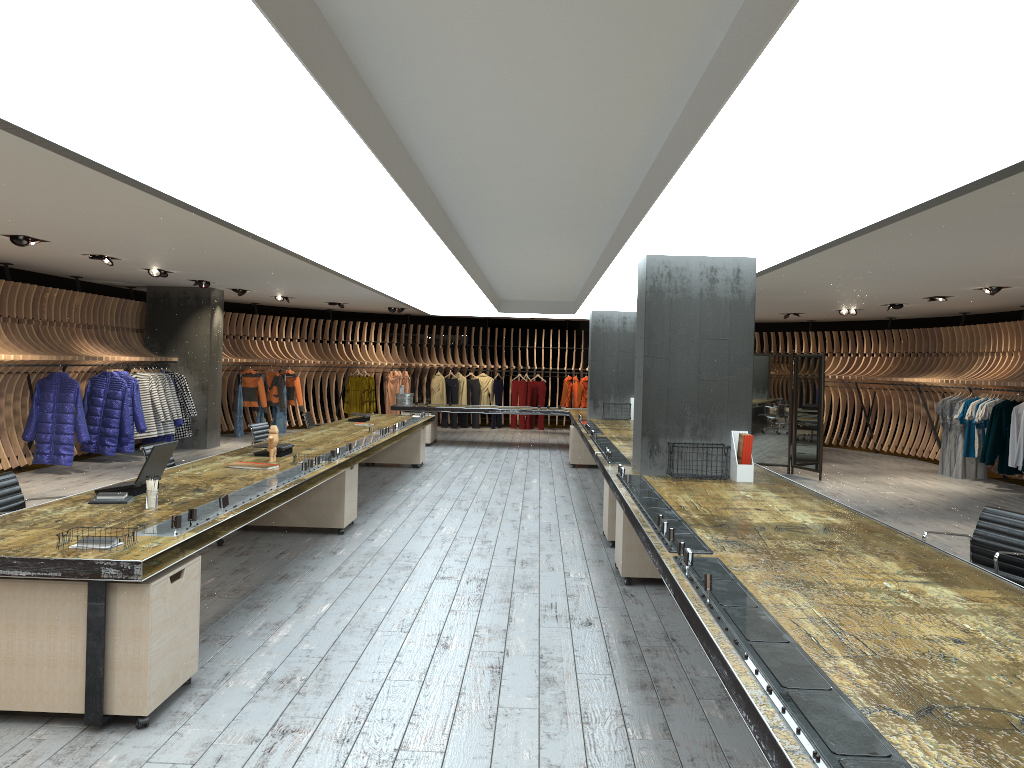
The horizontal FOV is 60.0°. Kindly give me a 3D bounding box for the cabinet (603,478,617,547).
[{"bbox_3d":[1.433,1.156,8.184,1.131,0.630,0.593,2,1,2],"label":"cabinet"}]

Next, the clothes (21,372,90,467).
[{"bbox_3d":[-6.002,0.458,11.631,0.885,1.238,0.245,2,0,-1],"label":"clothes"}]

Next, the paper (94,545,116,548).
[{"bbox_3d":[-1.860,0.721,3.980,0.176,0.004,0.130,2,1,9],"label":"paper"}]

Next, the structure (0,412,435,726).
[{"bbox_3d":[-1.972,0.935,8.947,1.162,0.844,10.453,2,1,2],"label":"structure"}]

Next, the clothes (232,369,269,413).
[{"bbox_3d":[-5.350,0.142,18.057,0.839,0.881,0.201,2,0,17],"label":"clothes"}]

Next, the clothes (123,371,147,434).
[{"bbox_3d":[-5.949,0.420,13.342,0.885,1.238,0.245,2,0,-1],"label":"clothes"}]

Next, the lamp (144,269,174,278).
[{"bbox_3d":[-4.945,-1.625,12.391,0.269,0.286,0.493,2,1,2],"label":"lamp"}]

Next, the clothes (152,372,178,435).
[{"bbox_3d":[-5.759,0.333,14.335,0.752,1.062,0.128,2,0,0],"label":"clothes"}]

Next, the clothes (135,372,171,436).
[{"bbox_3d":[-5.768,0.338,14.073,0.752,1.062,0.128,2,0,0],"label":"clothes"}]

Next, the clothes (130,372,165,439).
[{"bbox_3d":[-5.775,0.344,13.837,0.752,1.062,0.128,2,0,0],"label":"clothes"}]

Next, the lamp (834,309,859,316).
[{"bbox_3d":[6.200,-1.401,16.322,0.269,0.287,0.493,1,1,-18],"label":"lamp"}]

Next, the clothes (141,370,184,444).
[{"bbox_3d":[-5.878,0.390,14.723,0.885,1.238,0.245,2,0,-1],"label":"clothes"}]

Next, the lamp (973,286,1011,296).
[{"bbox_3d":[6.265,-1.289,11.550,0.269,0.286,0.493,2,1,2],"label":"lamp"}]

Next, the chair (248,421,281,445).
[{"bbox_3d":[-2.658,0.880,10.145,0.667,0.859,0.693,2,1,-2],"label":"chair"}]

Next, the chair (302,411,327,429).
[{"bbox_3d":[-2.599,0.831,12.355,0.667,0.859,0.693,1,1,-12],"label":"chair"}]

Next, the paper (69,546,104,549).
[{"bbox_3d":[-1.874,0.723,3.976,0.176,0.003,0.130,2,1,0],"label":"paper"}]

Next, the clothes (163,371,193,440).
[{"bbox_3d":[-5.728,0.376,14.877,0.807,1.187,0.192,2,0,2],"label":"clothes"}]

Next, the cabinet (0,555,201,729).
[{"bbox_3d":[-2.116,1.151,4.117,1.131,0.630,0.593,2,1,2],"label":"cabinet"}]

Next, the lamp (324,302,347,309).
[{"bbox_3d":[-3.657,-1.727,18.508,0.269,0.293,0.492,2,1,34],"label":"lamp"}]

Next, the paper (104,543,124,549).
[{"bbox_3d":[-1.860,0.722,3.980,0.176,0.004,0.130,2,1,10],"label":"paper"}]

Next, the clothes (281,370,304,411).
[{"bbox_3d":[-4.802,0.134,19.057,0.839,0.881,0.201,2,1,32],"label":"clothes"}]

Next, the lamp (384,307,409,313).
[{"bbox_3d":[-2.554,-1.721,19.651,0.492,0.297,0.269,1,1,-38],"label":"lamp"}]

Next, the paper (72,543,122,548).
[{"bbox_3d":[-1.860,0.719,3.980,0.176,0.004,0.130,2,1,8],"label":"paper"}]

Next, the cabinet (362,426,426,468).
[{"bbox_3d":[-1.934,0.934,13.661,1.131,0.630,0.593,2,1,2],"label":"cabinet"}]

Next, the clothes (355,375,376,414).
[{"bbox_3d":[-3.439,0.317,20.527,0.665,1.044,0.168,2,1,33],"label":"clothes"}]

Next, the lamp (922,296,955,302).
[{"bbox_3d":[6.314,-1.320,13.144,0.269,0.294,0.493,2,1,2],"label":"lamp"}]

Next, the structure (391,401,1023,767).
[{"bbox_3d":[-0.144,0.993,8.676,4.836,0.844,18.479,2,1,2],"label":"structure"}]

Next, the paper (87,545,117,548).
[{"bbox_3d":[-1.860,0.722,3.980,0.176,0.004,0.130,2,1,4],"label":"paper"}]

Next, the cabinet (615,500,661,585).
[{"bbox_3d":[1.391,1.187,6.831,1.131,0.630,0.593,2,1,2],"label":"cabinet"}]

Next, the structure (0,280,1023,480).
[{"bbox_3d":[0.409,0.239,4.583,14.882,2.439,36.561,2,1,2],"label":"structure"}]

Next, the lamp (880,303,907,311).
[{"bbox_3d":[6.361,-1.358,14.738,0.269,0.291,0.493,2,1,-3],"label":"lamp"}]

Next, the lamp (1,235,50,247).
[{"bbox_3d":[-5.044,-1.550,9.203,0.269,0.292,0.493,2,1,2],"label":"lamp"}]

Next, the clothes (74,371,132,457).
[{"bbox_3d":[-6.038,0.431,13.025,0.880,1.260,0.242,2,0,-1],"label":"clothes"}]

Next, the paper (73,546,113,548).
[{"bbox_3d":[-1.860,0.721,3.980,0.176,0.004,0.130,2,1,6],"label":"paper"}]

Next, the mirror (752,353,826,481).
[{"bbox_3d":[4.013,0.458,14.098,2.112,1.892,0.443,2,1,43],"label":"mirror"}]

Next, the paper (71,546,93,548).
[{"bbox_3d":[-1.860,0.721,3.980,0.176,0.004,0.130,2,1,6],"label":"paper"}]

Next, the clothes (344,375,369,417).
[{"bbox_3d":[-3.574,0.316,20.404,0.665,1.044,0.168,2,1,33],"label":"clothes"}]

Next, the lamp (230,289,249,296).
[{"bbox_3d":[-4.787,-1.691,15.574,0.269,0.292,0.493,2,1,8],"label":"lamp"}]

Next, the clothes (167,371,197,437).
[{"bbox_3d":[-5.731,0.372,15.065,0.799,1.185,0.191,2,0,2],"label":"clothes"}]

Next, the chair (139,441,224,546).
[{"bbox_3d":[-2.772,0.939,7.502,0.667,0.859,0.693,2,1,-7],"label":"chair"}]

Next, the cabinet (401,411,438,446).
[{"bbox_3d":[-1.817,0.851,17.361,0.593,0.630,1.132,2,1,2],"label":"cabinet"}]

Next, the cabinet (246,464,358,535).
[{"bbox_3d":[-2.092,1.050,8.457,1.131,0.630,0.593,2,1,2],"label":"cabinet"}]

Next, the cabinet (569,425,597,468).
[{"bbox_3d":[1.497,1.017,14.240,1.131,0.630,0.593,2,1,2],"label":"cabinet"}]

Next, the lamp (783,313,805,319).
[{"bbox_3d":[5.625,-1.449,17.802,0.269,0.292,0.493,1,1,-31],"label":"lamp"}]

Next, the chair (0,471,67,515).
[{"bbox_3d":[-2.863,0.987,5.336,0.667,0.859,0.693,1,1,-12],"label":"chair"}]

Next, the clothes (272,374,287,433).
[{"bbox_3d":[-4.939,0.488,18.825,0.309,1.421,0.200,1,0,-26],"label":"clothes"}]

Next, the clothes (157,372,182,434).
[{"bbox_3d":[-5.754,0.329,14.513,0.752,1.062,0.128,2,0,0],"label":"clothes"}]

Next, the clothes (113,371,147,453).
[{"bbox_3d":[-5.876,0.424,13.161,0.883,1.246,0.249,2,0,-1],"label":"clothes"}]

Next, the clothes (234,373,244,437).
[{"bbox_3d":[-5.450,0.499,17.752,0.200,1.421,0.309,1,0,-21],"label":"clothes"}]

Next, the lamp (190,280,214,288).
[{"bbox_3d":[-4.896,-1.657,13.985,0.269,0.292,0.493,2,1,2],"label":"lamp"}]

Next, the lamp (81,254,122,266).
[{"bbox_3d":[-4.994,-1.585,10.797,0.269,0.294,0.493,2,1,2],"label":"lamp"}]

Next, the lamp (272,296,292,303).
[{"bbox_3d":[-4.420,-1.715,17.117,0.269,0.296,0.493,2,1,21],"label":"lamp"}]

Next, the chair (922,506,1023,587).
[{"bbox_3d":[2.583,1.149,4.959,0.667,0.859,0.693,1,1,-22],"label":"chair"}]

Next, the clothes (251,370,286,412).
[{"bbox_3d":[-5.055,0.141,18.539,0.839,0.881,0.201,2,0,22],"label":"clothes"}]

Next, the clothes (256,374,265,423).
[{"bbox_3d":[-5.211,0.493,18.295,0.200,1.421,0.309,2,0,-6],"label":"clothes"}]

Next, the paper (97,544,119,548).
[{"bbox_3d":[-1.860,0.720,3.980,0.176,0.004,0.130,2,1,6],"label":"paper"}]
